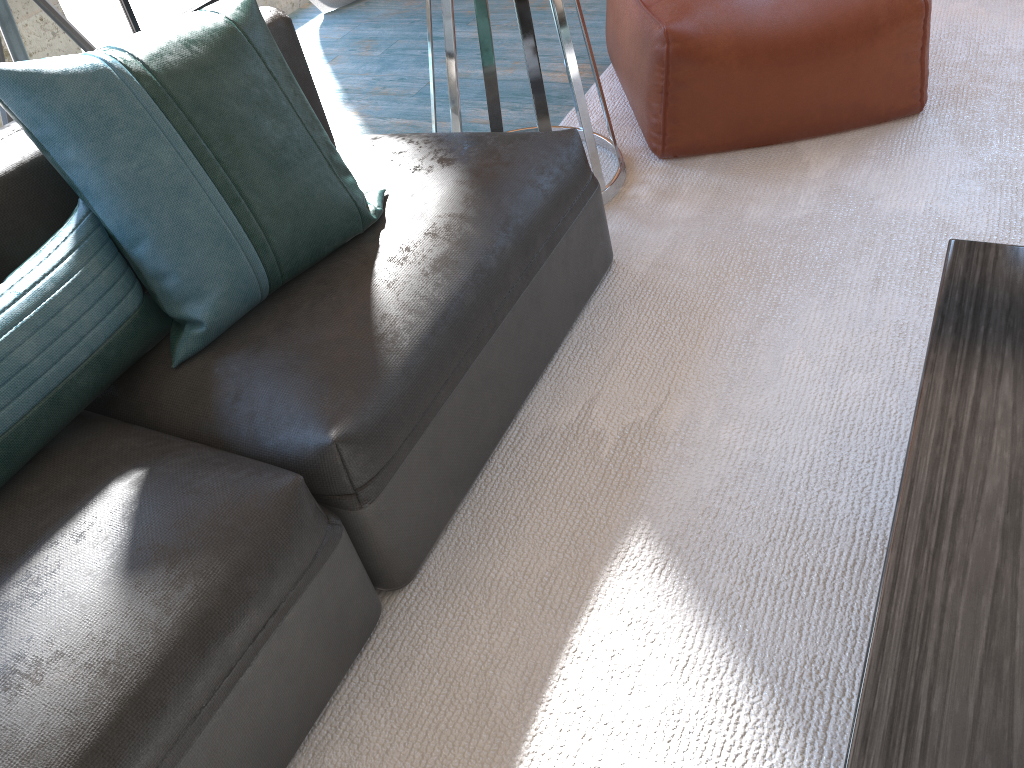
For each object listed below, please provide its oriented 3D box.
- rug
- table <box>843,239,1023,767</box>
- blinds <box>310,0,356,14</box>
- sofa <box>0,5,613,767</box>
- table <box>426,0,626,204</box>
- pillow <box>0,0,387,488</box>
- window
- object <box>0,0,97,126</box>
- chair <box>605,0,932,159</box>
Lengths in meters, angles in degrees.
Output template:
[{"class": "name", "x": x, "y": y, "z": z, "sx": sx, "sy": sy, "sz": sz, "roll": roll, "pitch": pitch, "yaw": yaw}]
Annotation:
[{"class": "rug", "x": 0.886, "y": 0.339, "z": 1.255, "sx": 2.954, "sy": 0.032, "sz": 7.768, "roll": 11, "pitch": 46, "yaw": 24}, {"class": "table", "x": 0.842, "y": 0.432, "z": 0.926, "sx": 0.900, "sy": 0.309, "sz": 1.500, "roll": 11, "pitch": 46, "yaw": 24}, {"class": "blinds", "x": -0.833, "y": -2.983, "z": 3.170, "sx": 0.384, "sy": 2.985, "sz": 1.131, "roll": 12, "pitch": 46, "yaw": 24}, {"class": "sofa", "x": -0.680, "y": 0.008, "z": 1.473, "sx": 1.019, "sy": 0.680, "sz": 2.063, "roll": 11, "pitch": 46, "yaw": 24}, {"class": "table", "x": 0.001, "y": -0.798, "z": 2.302, "sx": 0.549, "sy": 0.603, "sz": 0.549, "roll": -3, "pitch": 41, "yaw": 9}, {"class": "pillow", "x": -0.646, "y": -0.263, "z": 1.384, "sx": 0.349, "sy": 0.466, "sz": 1.042, "roll": 20, "pitch": 50, "yaw": 31}, {"class": "window", "x": -1.361, "y": -2.614, "z": 2.959, "sx": 0.081, "sy": 2.530, "sz": 1.780, "roll": 11, "pitch": 46, "yaw": 24}, {"class": "object", "x": -1.341, "y": -0.965, "z": 2.194, "sx": 0.617, "sy": 1.406, "sz": 0.595, "roll": 12, "pitch": 46, "yaw": 25}, {"class": "chair", "x": 0.681, "y": -1.231, "z": 2.533, "sx": 0.801, "sy": 0.759, "sz": 0.920, "roll": -10, "pitch": 41, "yaw": 2}]
